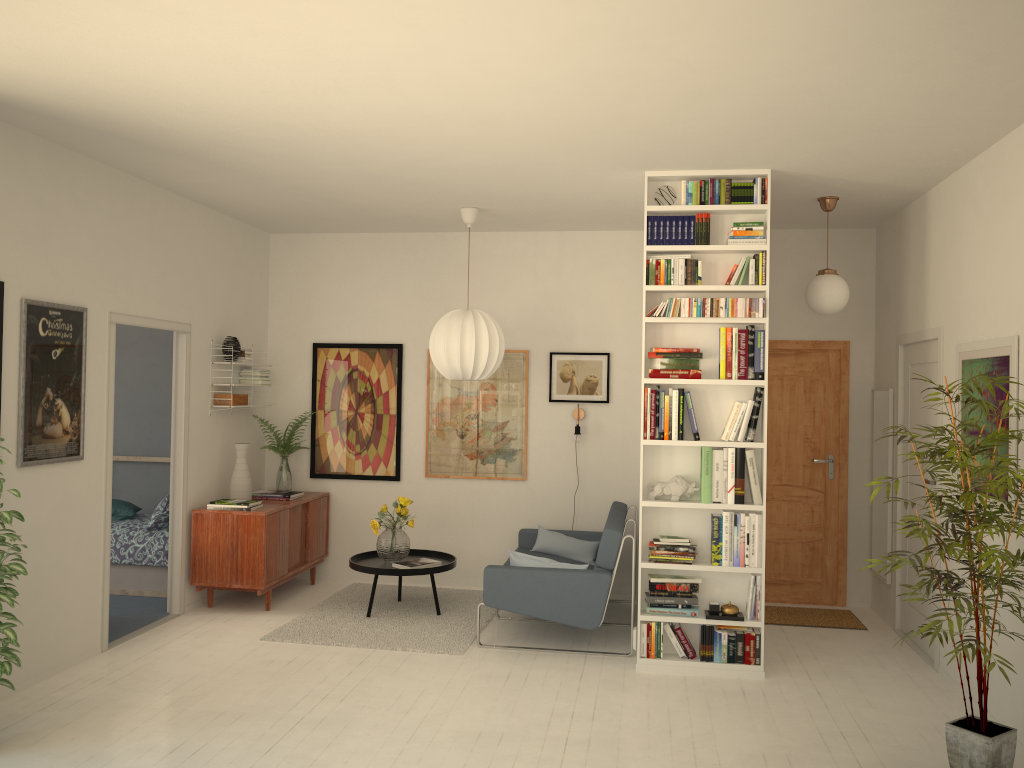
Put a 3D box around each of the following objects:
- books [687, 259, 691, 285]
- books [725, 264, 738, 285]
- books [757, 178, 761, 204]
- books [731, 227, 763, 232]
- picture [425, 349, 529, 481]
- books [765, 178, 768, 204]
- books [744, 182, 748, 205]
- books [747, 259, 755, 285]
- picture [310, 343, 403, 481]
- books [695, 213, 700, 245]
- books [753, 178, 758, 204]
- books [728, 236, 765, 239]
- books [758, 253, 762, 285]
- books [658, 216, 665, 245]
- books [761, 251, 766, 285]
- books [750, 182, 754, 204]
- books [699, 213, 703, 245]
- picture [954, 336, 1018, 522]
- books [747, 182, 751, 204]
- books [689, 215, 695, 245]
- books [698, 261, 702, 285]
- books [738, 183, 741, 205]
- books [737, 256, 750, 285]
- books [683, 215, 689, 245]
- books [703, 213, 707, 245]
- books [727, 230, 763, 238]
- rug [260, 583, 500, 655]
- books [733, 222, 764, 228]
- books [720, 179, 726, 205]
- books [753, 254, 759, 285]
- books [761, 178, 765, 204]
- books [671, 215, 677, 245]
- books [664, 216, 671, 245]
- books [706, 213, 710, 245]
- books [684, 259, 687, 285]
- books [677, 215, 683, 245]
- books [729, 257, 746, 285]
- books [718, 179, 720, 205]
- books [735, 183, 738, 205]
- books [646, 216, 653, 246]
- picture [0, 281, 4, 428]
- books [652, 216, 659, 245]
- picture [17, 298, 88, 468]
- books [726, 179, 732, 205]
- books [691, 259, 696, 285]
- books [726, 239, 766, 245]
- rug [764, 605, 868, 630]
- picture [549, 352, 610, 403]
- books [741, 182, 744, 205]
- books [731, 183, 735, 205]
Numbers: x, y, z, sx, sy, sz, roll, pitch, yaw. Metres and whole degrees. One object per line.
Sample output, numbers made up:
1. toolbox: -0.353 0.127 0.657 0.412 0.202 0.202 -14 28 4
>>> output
1. books: 1.042 -0.644 5.243 0.024 0.155 0.206 1 -1 9
2. books: 1.286 -0.629 5.226 0.073 0.129 0.200 1 0 9
3. books: 1.436 -1.104 5.192 0.020 0.156 0.229 1 0 9
4. books: 1.369 -0.890 5.170 0.179 0.016 0.208 1 0 14
5. picture: -0.289 0.247 7.236 0.838 1.053 0.012 1 -1 9
6. books: 1.476 -1.102 5.205 0.014 0.154 0.260 1 0 9
7. books: 1.354 -1.093 5.167 0.017 0.130 0.150 1 -1 9
8. books: 1.392 -0.639 5.180 0.030 0.153 0.199 1 -1 9
9. picture: -1.297 0.229 7.386 0.778 1.134 0.018 1 -1 9
10. books: 1.092 -0.895 5.248 0.020 0.191 0.205 1 -1 9
11. books: 1.409 -1.103 5.158 0.019 0.157 0.150 1 -1 9
12. books: 1.367 -0.841 5.193 0.200 0.018 0.208 1 0 9
13. books: 1.439 -0.656 5.177 0.014 0.188 0.218 1 -1 9
14. books: 0.888 -0.893 5.268 0.034 0.179 0.188 1 -1 9
15. books: 1.457 -0.661 5.172 0.022 0.199 0.212 1 -1 9
16. books: 1.389 -1.093 5.161 0.017 0.130 0.150 1 -1 9
17. books: 1.112 -0.894 5.242 0.020 0.191 0.205 1 -1 9
18. picture: 2.414 0.216 4.542 0.012 0.877 0.822 1 -1 9
19. books: 1.372 -1.093 5.164 0.017 0.130 0.150 1 -1 9
20. books: 1.061 -0.890 5.242 0.034 0.179 0.188 1 -1 9
21. books: 1.101 -0.637 5.220 0.020 0.145 0.189 1 -1 9
22. books: 1.320 -1.094 5.172 0.017 0.130 0.150 1 -1 9
23. books: 1.349 -0.648 5.191 0.065 0.168 0.228 1 -1 9
24. books: 1.026 -0.891 5.247 0.034 0.179 0.188 1 -1 9
25. books: 1.131 -0.894 5.231 0.020 0.191 0.205 1 -1 9
26. books: 1.355 -0.866 5.194 0.173 0.030 0.199 1 0 -1
27. rug: -0.798 1.632 6.302 1.304 0.012 1.660 1 0 10
28. books: 1.380 -0.914 5.186 0.169 0.032 0.188 1 0 14
29. books: 1.235 -1.107 5.229 0.032 0.154 0.212 1 -1 9
30. books: 1.422 -0.655 5.193 0.022 0.187 0.186 1 -1 9
31. books: 1.456 -1.101 5.186 0.021 0.151 0.228 1 0 9
32. books: 0.957 -0.892 5.258 0.034 0.179 0.188 1 -1 9
33. books: 0.922 -0.892 5.263 0.034 0.179 0.188 1 -1 9
34. books: 1.153 -0.894 5.239 0.020 0.191 0.205 1 -1 9
35. books: 1.021 -0.647 5.227 0.013 0.159 0.176 1 -1 9
36. books: 0.992 -0.891 5.252 0.034 0.179 0.188 1 -1 9
37. books: 1.318 -0.646 5.209 0.092 0.165 0.222 1 -1 9
38. books: 1.213 -1.107 5.221 0.009 0.151 0.208 1 -1 9
39. books: 1.302 -1.094 5.175 0.017 0.130 0.150 1 -1 9
40. books: 0.819 -0.894 5.279 0.034 0.179 0.188 1 -1 9
41. picture: -2.583 -0.012 4.135 0.018 0.999 0.546 1 -1 9
42. books: 0.853 -0.894 5.274 0.034 0.179 0.188 1 -1 9
43. picture: -2.481 -0.003 4.809 0.020 0.869 0.525 1 -1 9
44. books: 1.265 -1.106 5.209 0.032 0.152 0.200 1 -1 9
45. books: 1.061 -0.643 5.207 0.023 0.153 0.176 1 -1 9
46. books: 1.365 -0.813 5.195 0.214 0.038 0.222 1 0 9
47. rug: 2.030 1.690 6.451 0.941 0.002 0.553 1 0 9
48. picture: 0.540 -0.051 7.112 0.481 0.402 0.015 1 -1 9
49. books: 1.337 -1.094 5.169 0.017 0.130 0.150 1 -1 9
50. books: 1.285 -1.095 5.177 0.017 0.130 0.150 1 -1 9
